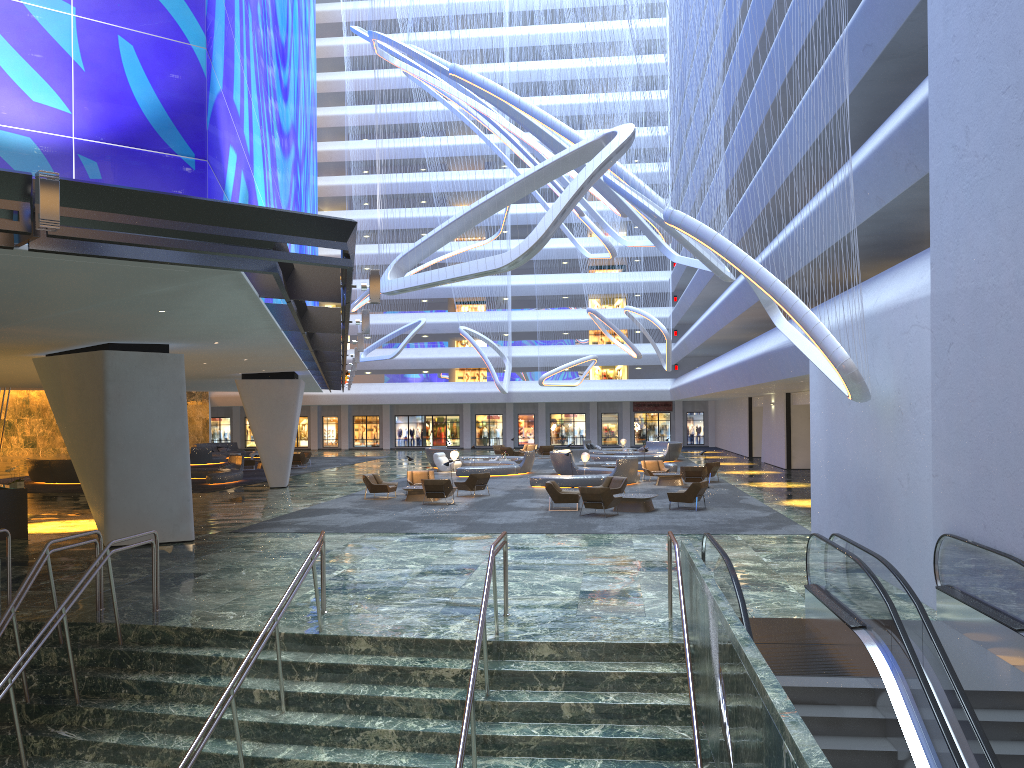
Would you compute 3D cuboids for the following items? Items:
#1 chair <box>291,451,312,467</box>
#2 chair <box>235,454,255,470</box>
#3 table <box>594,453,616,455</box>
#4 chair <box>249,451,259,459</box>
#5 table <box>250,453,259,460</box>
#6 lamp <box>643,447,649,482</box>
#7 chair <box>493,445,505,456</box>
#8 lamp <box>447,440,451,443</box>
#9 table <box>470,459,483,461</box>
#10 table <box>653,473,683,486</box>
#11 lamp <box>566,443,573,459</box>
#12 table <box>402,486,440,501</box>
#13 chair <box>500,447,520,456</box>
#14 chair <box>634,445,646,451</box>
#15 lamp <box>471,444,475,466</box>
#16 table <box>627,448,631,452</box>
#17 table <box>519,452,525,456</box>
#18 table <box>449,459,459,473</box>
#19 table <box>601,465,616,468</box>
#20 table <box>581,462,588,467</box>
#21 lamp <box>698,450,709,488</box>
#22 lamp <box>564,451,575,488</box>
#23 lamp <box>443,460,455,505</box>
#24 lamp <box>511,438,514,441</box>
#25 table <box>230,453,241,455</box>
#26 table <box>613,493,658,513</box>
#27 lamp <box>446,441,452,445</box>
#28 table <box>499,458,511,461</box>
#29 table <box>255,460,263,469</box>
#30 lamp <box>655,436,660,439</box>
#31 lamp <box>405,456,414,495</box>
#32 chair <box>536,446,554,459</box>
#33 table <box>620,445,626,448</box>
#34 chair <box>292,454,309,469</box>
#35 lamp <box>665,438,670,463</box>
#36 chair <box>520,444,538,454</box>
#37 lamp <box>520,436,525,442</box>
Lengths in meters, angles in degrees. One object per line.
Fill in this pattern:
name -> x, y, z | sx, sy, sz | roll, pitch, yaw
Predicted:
chair -> -11.054, 3.935, 46.488 | 0.930, 0.766, 0.939 | -2, -2, 45
chair -> -13.233, 3.873, 43.942 | 0.938, 0.766, 0.930 | 0, -1, -23
table -> 5.110, 4.013, 48.723 | 1.203, 0.392, 1.203 | -1, -2, 7
chair -> -15.988, 4.408, 54.936 | 0.586, 0.501, 0.491 | -1, -1, 23
table -> -15.654, 4.426, 54.170 | 0.673, 0.406, 0.671 | 0, -1, -7
lamp -> 5.080, 3.054, 33.708 | 0.202, 1.300, 0.384 | -1, 0, 23
chair -> -0.635, 4.046, 53.145 | 0.929, 0.766, 0.939 | 0, -2, -40
lamp -> -3.362, 3.594, 46.872 | 0.202, 1.300, 0.384 | -1, 0, -40
table -> -1.771, 3.932, 44.125 | 0.673, 0.406, 0.671 | -1, -2, 26
table -> 5.693, 3.439, 32.012 | 1.203, 0.392, 1.203 | -1, -2, 6
lamp -> 2.592, 3.274, 39.373 | 0.384, 1.300, 0.202 | -1, 0, 24
table -> -2.744, 3.372, 27.291 | 1.203, 0.392, 1.203 | -1, -2, 7
chair -> -0.141, 3.947, 50.365 | 0.938, 0.766, 0.930 | 0, -2, -42
chair -> 7.703, 3.896, 51.413 | 0.939, 0.766, 0.929 | -2, -1, 40
lamp -> -1.684, 3.316, 39.218 | 0.202, 1.300, 0.384 | -1, 0, -18
table -> 6.482, 3.913, 49.563 | 0.418, 0.595, 0.428 | -1, -1, 3
table -> 0.161, 4.173, 51.820 | 1.203, 0.392, 1.203 | -2, -2, 42
table -> -2.602, 3.679, 39.713 | 0.418, 0.595, 0.428 | 0, -1, -20
table -> 4.388, 3.640, 37.515 | 1.203, 0.392, 1.203 | -1, -2, 7
table -> 3.002, 3.512, 36.621 | 0.418, 0.595, 0.428 | -1, -1, 5
lamp -> 6.613, 2.930, 30.557 | 0.384, 1.300, 0.202 | -1, 0, 24
lamp -> 2.020, 3.001, 31.143 | 0.384, 1.300, 0.202 | -1, 0, 24
lamp -> -1.824, 2.863, 25.836 | 0.384, 1.300, 0.202 | -1, 0, 24
lamp -> 0.074, 3.666, 50.097 | 0.202, 1.300, 0.384 | -1, 0, -31
table -> -17.072, 4.459, 54.708 | 0.671, 0.406, 0.674 | 1, -2, -39
table -> 3.262, 3.184, 23.722 | 1.203, 0.392, 1.203 | -1, -2, 24
lamp -> -3.186, 3.511, 44.464 | 0.384, 1.300, 0.202 | -1, 0, -1
table -> -0.259, 3.919, 44.237 | 0.673, 0.406, 0.671 | 0, -2, -32
table -> -12.456, 4.087, 45.209 | 1.203, 0.392, 1.203 | 0, -2, -29
lamp -> 8.267, 3.575, 50.090 | 0.384, 1.300, 0.202 | -1, 0, 6
lamp -> -3.357, 2.987, 28.987 | 0.202, 1.300, 0.384 | -1, 0, 23
chair -> 1.973, 3.971, 51.767 | 0.929, 0.766, 0.939 | 0, -1, -15
table -> 6.804, 4.071, 54.324 | 0.418, 0.595, 0.428 | 0, -1, -40
chair -> -10.769, 3.866, 44.544 | 0.929, 0.766, 0.939 | -1, -1, 5
lamp -> 8.104, 3.440, 46.035 | 0.202, 1.300, 0.384 | -1, 0, -34
chair -> 1.046, 4.040, 53.499 | 0.929, 0.766, 0.939 | -1, -1, 25
lamp -> 0.635, 3.777, 53.556 | 0.384, 1.300, 0.202 | -1, 0, -32
